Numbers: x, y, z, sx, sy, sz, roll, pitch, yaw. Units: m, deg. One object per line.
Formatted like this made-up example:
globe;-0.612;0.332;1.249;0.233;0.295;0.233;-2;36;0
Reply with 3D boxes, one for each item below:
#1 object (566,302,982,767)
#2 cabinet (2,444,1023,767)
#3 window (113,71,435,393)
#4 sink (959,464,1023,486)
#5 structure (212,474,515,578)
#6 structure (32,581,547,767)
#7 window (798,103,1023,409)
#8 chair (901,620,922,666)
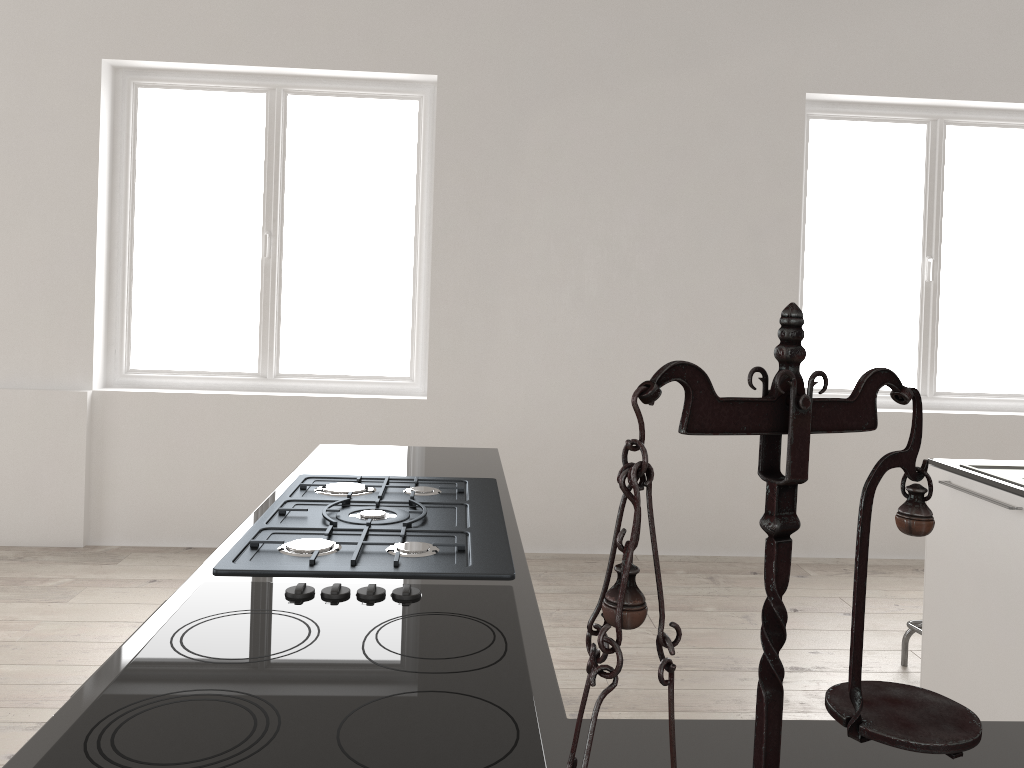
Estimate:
object;0.239;0.169;0.814;0.512;0.490;0.168;0;2;-31
cabinet;0.740;0.785;1.720;2.705;0.880;2.471;2;5;-3
window;-1.323;-0.838;4.920;1.725;1.738;0.071;2;1;-3
sink;1.722;0.390;2.298;0.485;0.140;1.170;2;5;-3
structure;-0.277;0.284;1.938;0.520;0.014;0.845;2;5;-3
structure;-0.232;0.353;1.144;0.506;0.021;0.630;2;5;-3
window;2.472;-0.732;5.144;1.725;1.738;0.071;2;1;-3
chair;1.721;0.826;3.342;0.401;0.577;0.403;1;2;-29
